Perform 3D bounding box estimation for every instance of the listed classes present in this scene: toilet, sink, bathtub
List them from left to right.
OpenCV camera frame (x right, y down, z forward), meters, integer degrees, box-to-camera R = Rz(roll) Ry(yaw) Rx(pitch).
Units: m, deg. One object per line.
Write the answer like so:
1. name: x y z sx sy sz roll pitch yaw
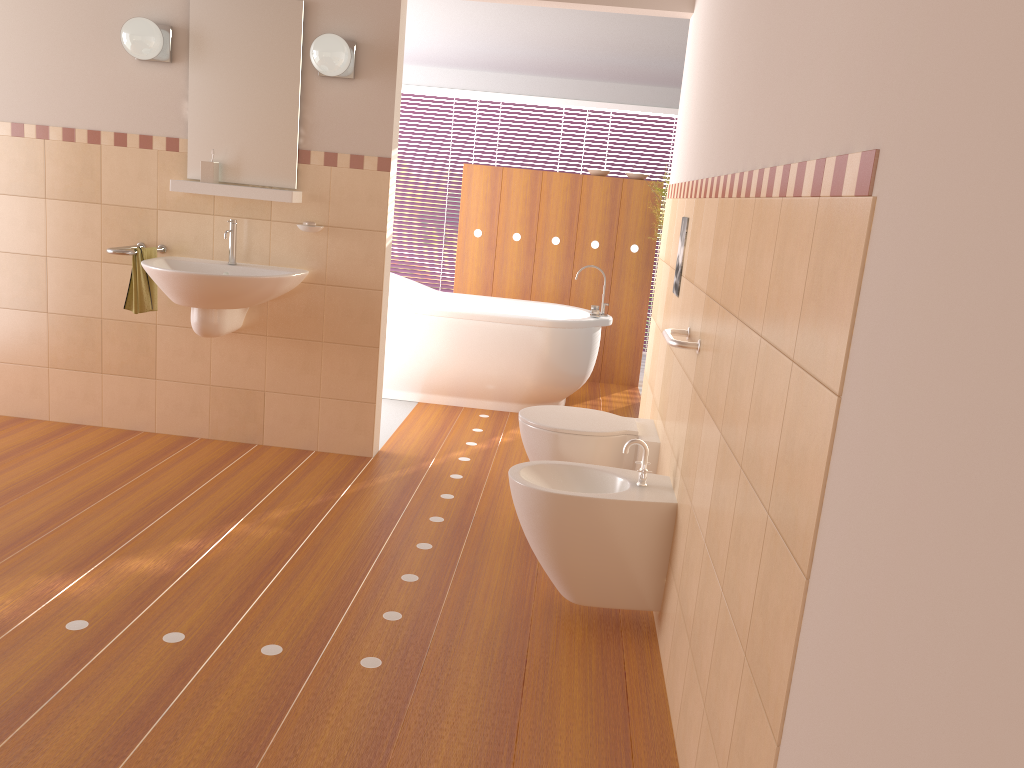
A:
1. sink: -1.280 -0.448 3.849 0.683 0.516 0.539 6 12 3
2. bathtub: -0.311 -0.380 5.643 1.874 0.900 0.888 6 12 3
3. toilet: 0.273 0.329 3.435 0.534 0.400 0.375 6 12 3
4. sink: 0.235 0.408 2.775 0.515 0.517 0.335 6 12 3

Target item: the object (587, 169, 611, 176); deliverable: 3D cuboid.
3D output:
1. object: 0.617 -1.497 6.309 0.173 0.046 0.173 6 12 3

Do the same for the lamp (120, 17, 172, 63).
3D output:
1. lamp: -1.587 -1.487 3.826 0.173 0.173 0.209 6 12 3

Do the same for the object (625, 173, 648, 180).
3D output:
1. object: 0.887 -1.468 6.294 0.173 0.046 0.173 6 12 3

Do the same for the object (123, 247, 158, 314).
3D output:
1. object: -1.639 -0.465 3.972 0.085 0.306 0.181 10 13 19

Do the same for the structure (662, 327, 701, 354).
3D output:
1. structure: 0.500 -0.135 2.641 0.091 0.042 0.295 6 12 3

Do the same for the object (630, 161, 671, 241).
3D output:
1. object: 1.277 -0.627 5.923 0.683 1.557 1.335 14 15 35

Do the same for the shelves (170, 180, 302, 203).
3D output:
1. shelves: -1.229 -0.861 3.963 0.554 0.050 0.138 6 12 3

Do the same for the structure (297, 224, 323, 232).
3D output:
1. structure: -0.915 -0.698 3.993 0.117 0.029 0.092 6 12 3

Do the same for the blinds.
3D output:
1. blinds: 0.083 -1.403 7.784 4.712 2.022 0.032 6 12 3

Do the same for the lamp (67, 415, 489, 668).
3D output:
1. lamp: -1.824 0.310 3.915 3.173 0.001 2.893 6 12 3

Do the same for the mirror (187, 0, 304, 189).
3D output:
1. mirror: -1.185 -1.292 3.923 0.502 0.799 0.008 6 12 3

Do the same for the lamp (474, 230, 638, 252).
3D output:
1. lamp: 0.311 -1.017 6.298 1.169 0.052 0.001 6 12 3

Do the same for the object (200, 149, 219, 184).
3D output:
1. object: -1.345 -0.969 3.942 0.063 0.149 0.073 6 12 3

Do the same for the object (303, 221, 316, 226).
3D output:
1. object: -0.911 -0.720 3.990 0.050 0.023 0.075 -2 14 -31

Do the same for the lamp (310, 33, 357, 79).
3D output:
1. lamp: -0.768 -1.399 3.778 0.173 0.173 0.209 6 12 3

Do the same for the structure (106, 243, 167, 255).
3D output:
1. structure: -1.684 -0.597 3.953 0.142 0.042 0.333 6 12 3

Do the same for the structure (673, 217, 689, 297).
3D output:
1. structure: 0.605 -0.458 3.184 0.005 0.279 0.170 6 12 3
